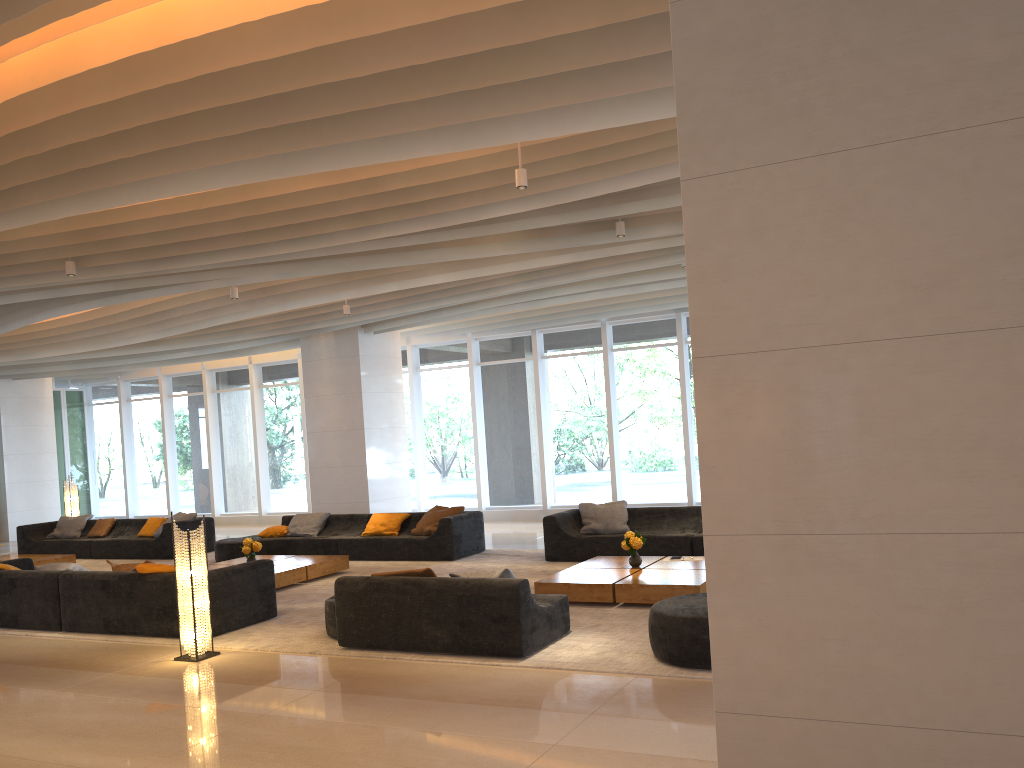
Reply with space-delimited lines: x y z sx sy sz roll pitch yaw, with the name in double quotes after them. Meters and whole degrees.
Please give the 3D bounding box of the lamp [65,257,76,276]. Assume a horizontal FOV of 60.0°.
-4.445 -1.832 8.842 0.088 1.506 0.090 -4 0 17 "lamp"

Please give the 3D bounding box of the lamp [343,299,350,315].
-2.429 -1.749 12.791 0.088 1.506 0.090 -4 0 17 "lamp"

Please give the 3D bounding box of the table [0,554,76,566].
-7.717 2.757 13.129 1.581 0.220 1.622 -5 -3 26 "table"

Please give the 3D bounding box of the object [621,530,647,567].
1.218 1.644 8.873 0.233 0.377 0.269 -4 -1 29 "object"

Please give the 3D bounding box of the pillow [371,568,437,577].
-0.770 1.637 7.129 0.597 0.392 0.402 -5 -2 29 "pillow"

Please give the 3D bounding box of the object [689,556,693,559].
1.828 1.801 9.176 0.105 0.014 0.182 -4 -3 8 "object"

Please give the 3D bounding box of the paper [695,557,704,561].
1.881 1.804 9.162 0.189 0.001 0.262 -4 -3 14 "paper"

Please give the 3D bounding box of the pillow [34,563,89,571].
-4.533 2.011 9.067 0.579 0.377 0.426 -5 -2 28 "pillow"

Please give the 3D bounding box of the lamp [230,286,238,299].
-3.438 -1.790 10.825 0.089 1.506 0.089 -4 0 -1 "lamp"

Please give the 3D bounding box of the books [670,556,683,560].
1.706 1.810 9.220 0.111 0.011 0.183 -5 -3 17 "books"

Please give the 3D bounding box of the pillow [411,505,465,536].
-1.042 1.906 12.408 0.556 0.377 0.629 -2 -3 -41 "pillow"

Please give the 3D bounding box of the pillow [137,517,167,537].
-6.014 2.389 14.814 0.402 0.312 0.326 -5 -2 28 "pillow"

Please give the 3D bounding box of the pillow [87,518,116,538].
-7.101 2.489 15.344 0.403 0.312 0.326 -5 -2 24 "pillow"

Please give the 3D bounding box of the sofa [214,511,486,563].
-2.469 2.211 12.767 4.095 0.582 1.368 -5 -3 25 "sofa"

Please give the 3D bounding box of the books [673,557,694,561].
1.776 1.807 9.182 0.211 0.011 0.182 -4 -3 7 "books"

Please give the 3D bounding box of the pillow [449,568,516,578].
-0.154 1.581 6.950 0.557 0.345 0.463 -5 -2 25 "pillow"

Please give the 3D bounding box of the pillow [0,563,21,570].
-5.368 2.024 9.389 0.556 0.377 0.629 -2 -3 -41 "pillow"

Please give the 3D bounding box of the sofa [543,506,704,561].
2.407 1.773 10.545 4.125 0.582 1.358 -6 -3 33 "sofa"

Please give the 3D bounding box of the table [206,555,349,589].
-3.150 2.338 10.903 1.581 0.220 1.622 -5 -3 26 "table"

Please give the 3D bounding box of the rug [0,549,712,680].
-3.428 2.477 11.044 16.021 0.022 5.585 -5 -3 26 "rug"

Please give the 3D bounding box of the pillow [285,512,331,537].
-3.089 2.149 13.313 0.657 0.416 0.467 -5 -2 26 "pillow"

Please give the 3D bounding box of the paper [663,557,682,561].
1.681 1.821 9.221 0.195 0.001 0.265 -5 -3 18 "paper"

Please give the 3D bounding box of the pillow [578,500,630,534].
1.172 1.703 11.328 0.637 0.377 0.549 -4 -2 4 "pillow"

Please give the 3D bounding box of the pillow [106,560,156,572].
-3.615 1.889 8.617 0.593 0.409 0.450 -5 -2 28 "pillow"

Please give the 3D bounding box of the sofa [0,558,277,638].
-4.149 2.113 8.955 3.731 0.582 0.954 -5 -3 26 "sofa"

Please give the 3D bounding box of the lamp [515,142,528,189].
0.026 -2.239 6.726 0.090 1.506 0.088 -4 0 -19 "lamp"

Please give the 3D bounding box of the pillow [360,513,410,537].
-1.830 2.052 12.702 0.629 0.394 0.456 -5 -2 26 "pillow"

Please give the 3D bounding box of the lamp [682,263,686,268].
2.040 -2.156 10.662 0.090 1.506 0.088 -4 0 -19 "lamp"

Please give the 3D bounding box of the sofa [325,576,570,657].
-0.619 1.804 7.437 2.225 0.576 1.372 -5 -3 26 "sofa"

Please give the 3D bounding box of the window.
-3.392 0.884 15.726 54.695 3.219 22.075 -3 -3 -9 "window"

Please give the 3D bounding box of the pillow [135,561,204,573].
-3.080 1.814 8.274 0.637 0.377 0.549 -4 -2 4 "pillow"

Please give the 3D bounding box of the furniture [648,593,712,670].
1.453 1.711 6.219 0.969 0.364 0.998 -6 -3 36 "furniture"

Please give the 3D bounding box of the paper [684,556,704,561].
1.881 1.804 9.162 0.184 0.001 0.258 -4 -3 13 "paper"

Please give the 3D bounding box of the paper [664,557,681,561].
1.686 1.820 9.222 0.184 0.001 0.259 -5 -3 19 "paper"

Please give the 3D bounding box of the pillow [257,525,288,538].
-3.596 2.244 13.442 0.451 0.192 0.584 -3 -3 -8 "pillow"

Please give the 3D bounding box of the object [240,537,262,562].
-3.153 2.029 10.719 0.240 0.377 0.262 -3 -1 -42 "object"

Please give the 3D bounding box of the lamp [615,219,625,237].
1.018 -2.197 8.682 0.090 1.506 0.088 -4 0 -19 "lamp"

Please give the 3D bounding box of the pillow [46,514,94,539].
-7.841 2.529 15.721 0.637 0.377 0.549 -4 -2 4 "pillow"

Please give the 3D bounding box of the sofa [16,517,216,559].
-6.748 2.614 15.043 3.731 0.582 0.954 -5 -3 26 "sofa"

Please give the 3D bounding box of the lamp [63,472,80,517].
-8.303 2.385 16.747 0.247 1.450 0.253 -4 0 26 "lamp"

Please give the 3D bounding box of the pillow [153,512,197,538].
-5.554 2.320 14.607 0.556 0.377 0.629 -2 -3 -41 "pillow"

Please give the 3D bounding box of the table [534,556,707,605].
1.292 1.931 8.738 1.581 0.220 1.622 -5 -3 26 "table"

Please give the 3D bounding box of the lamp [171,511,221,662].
-2.590 1.620 7.192 0.247 1.198 0.253 -4 0 26 "lamp"
